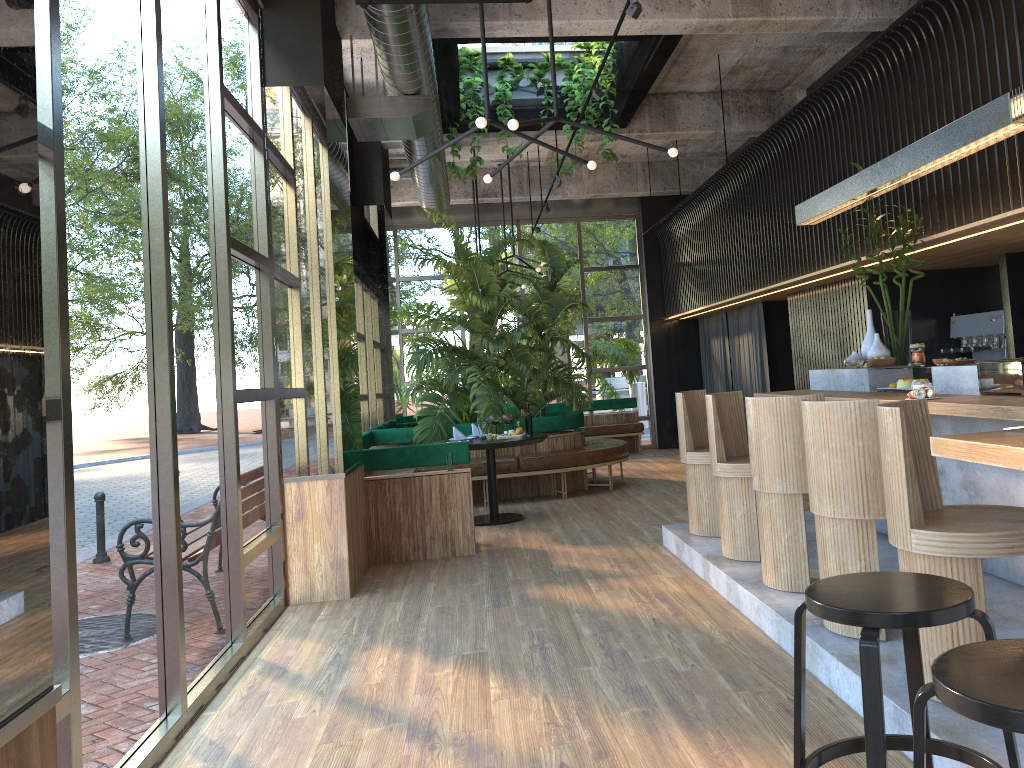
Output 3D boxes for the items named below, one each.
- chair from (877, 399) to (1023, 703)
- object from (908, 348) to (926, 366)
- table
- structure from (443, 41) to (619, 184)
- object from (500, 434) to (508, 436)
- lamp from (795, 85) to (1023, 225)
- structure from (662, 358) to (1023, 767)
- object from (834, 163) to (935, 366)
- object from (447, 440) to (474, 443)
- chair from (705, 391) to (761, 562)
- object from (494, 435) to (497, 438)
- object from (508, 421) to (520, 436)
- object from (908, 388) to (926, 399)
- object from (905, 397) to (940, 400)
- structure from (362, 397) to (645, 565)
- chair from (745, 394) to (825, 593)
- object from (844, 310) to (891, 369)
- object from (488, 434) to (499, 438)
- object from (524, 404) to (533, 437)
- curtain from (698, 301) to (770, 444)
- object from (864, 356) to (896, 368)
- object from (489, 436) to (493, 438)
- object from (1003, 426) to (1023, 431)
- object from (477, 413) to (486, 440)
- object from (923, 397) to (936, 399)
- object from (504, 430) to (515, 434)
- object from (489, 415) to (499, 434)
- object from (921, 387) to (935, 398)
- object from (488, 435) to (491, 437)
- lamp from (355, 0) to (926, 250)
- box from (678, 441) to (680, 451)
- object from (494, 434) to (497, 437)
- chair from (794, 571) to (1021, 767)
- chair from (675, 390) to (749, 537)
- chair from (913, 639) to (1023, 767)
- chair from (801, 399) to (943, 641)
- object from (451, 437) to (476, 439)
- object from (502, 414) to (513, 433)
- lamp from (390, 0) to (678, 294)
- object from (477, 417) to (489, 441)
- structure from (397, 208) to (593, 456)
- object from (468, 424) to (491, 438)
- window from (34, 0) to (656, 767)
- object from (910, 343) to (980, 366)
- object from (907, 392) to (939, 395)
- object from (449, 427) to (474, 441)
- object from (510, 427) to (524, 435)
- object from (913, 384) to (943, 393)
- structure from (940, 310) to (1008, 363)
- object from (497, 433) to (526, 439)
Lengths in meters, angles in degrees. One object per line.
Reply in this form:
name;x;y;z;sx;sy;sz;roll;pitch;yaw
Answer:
chair;1.585;0.543;3.059;0.519;0.972;0.573;-6;-4;42
object;2.474;-0.165;5.439;0.086;0.107;0.161;-6;-2;41
table;-0.183;0.882;8.195;1.153;0.753;1.045;-3;-1;-36
structure;0.345;-2.889;9.420;2.096;1.521;1.459;-4;-2;23
object;-0.058;0.470;8.247;0.102;0.013;0.220;-4;0;1
lamp;3.583;-2.362;3.862;5.075;2.138;6.602;-4;0;-10
structure;4.134;0.125;3.607;5.918;1.734;7.029;-4;0;-5
object;2.584;-0.750;6.086;0.643;1.554;0.610;-6;-4;33
object;-0.466;0.518;7.965;0.258;0.019;0.155;-4;0;-6
chair;1.479;0.531;5.366;0.571;0.972;0.521;-2;-3;-30
object;-0.150;0.487;8.222;0.032;0.031;0.040;-4;-1;20
object;0.019;0.409;8.170;0.145;0.124;0.096;-3;-2;-24
object;2.037;0.047;4.475;0.062;0.059;0.072;-4;-1;-14
object;2.076;0.074;4.489;0.165;0.005;0.168;-4;0;7
structure;1.700;0.385;4.140;6.101;1.552;19.847;-4;0;-3
chair;1.530;0.533;4.627;0.532;0.972;0.561;-5;-3;18
object;2.444;-0.312;6.053;0.303;0.398;0.332;-6;-3;44
object;-0.161;0.487;8.374;0.098;0.028;0.129;-4;0;10
object;0.151;0.332;8.151;0.067;0.300;0.069;-4;-4;11
curtain;3.080;-0.047;12.455;0.123;2.063;3.231;-4;-1;-3
object;2.398;-0.146;5.795;0.190;0.073;0.230;-4;0;15
object;-0.193;0.495;8.278;0.033;0.019;0.038;-4;0;8
object;1.463;0.123;2.532;0.030;0.027;0.130;-3;0;-26
object;-0.272;0.388;8.156;0.096;0.246;0.089;-2;-3;-22
object;2.075;0.072;4.485;0.117;0.005;0.125;-4;1;34
object;0.012;0.452;8.358;0.193;0.038;0.063;-4;-1;28
object;-0.169;0.401;8.511;0.105;0.201;0.099;-3;-3;-16
object;2.089;0.043;4.497;0.073;0.060;0.125;-3;-1;-36
object;-0.215;0.494;8.394;0.024;0.025;0.047;-4;-1;14
lamp;0.508;-2.493;8.689;3.842;1.535;9.878;-4;0;-6
box;2.706;0.784;13.512;0.341;0.443;0.272;-3;-3;-17
object;-0.153;0.486;8.312;0.033;0.032;0.037;-4;-1;-7
chair;0.981;0.875;2.248;0.524;0.698;0.503;-3;-2;-10
chair;1.444;0.526;6.166;0.544;0.972;0.549;-4;-3;5
chair;1.011;0.879;1.608;0.528;0.698;0.500;-3;-2;-15
chair;1.564;0.538;3.821;0.574;0.972;0.519;-1;-4;-45
object;-0.477;0.514;8.467;0.242;0.019;0.165;-4;1;45
object;-0.037;0.391;8.487;0.105;0.201;0.099;-3;-3;-16
lamp;1.718;-2.383;4.578;5.145;1.827;18.653;-4;0;-3
object;-0.256;0.407;7.990;0.101;0.210;0.109;-5;-3;30
structure;-0.208;-0.426;10.613;2.512;3.446;2.576;-3;-2;-20
object;-0.312;0.446;8.569;0.241;0.139;0.224;-4;-1;-21
window;0.427;-2.009;4.133;4.188;6.509;20.093;-4;0;-3
object;2.449;-0.175;5.183;0.211;0.135;0.801;-4;0;4
object;2.174;0.058;4.692;0.163;0.020;0.157;-4;0;-8
object;-0.470;0.460;8.224;0.241;0.139;0.224;-4;-1;-21
object;0.044;0.437;8.261;0.099;0.064;0.161;-3;0;-34
object;2.193;0.028;4.696;0.137;0.064;0.107;-4;-1;-26
structure;4.174;0.149;7.688;0.556;1.599;0.827;-3;-3;-4
object;-0.001;0.482;8.257;0.238;0.019;0.354;-4;0;6
